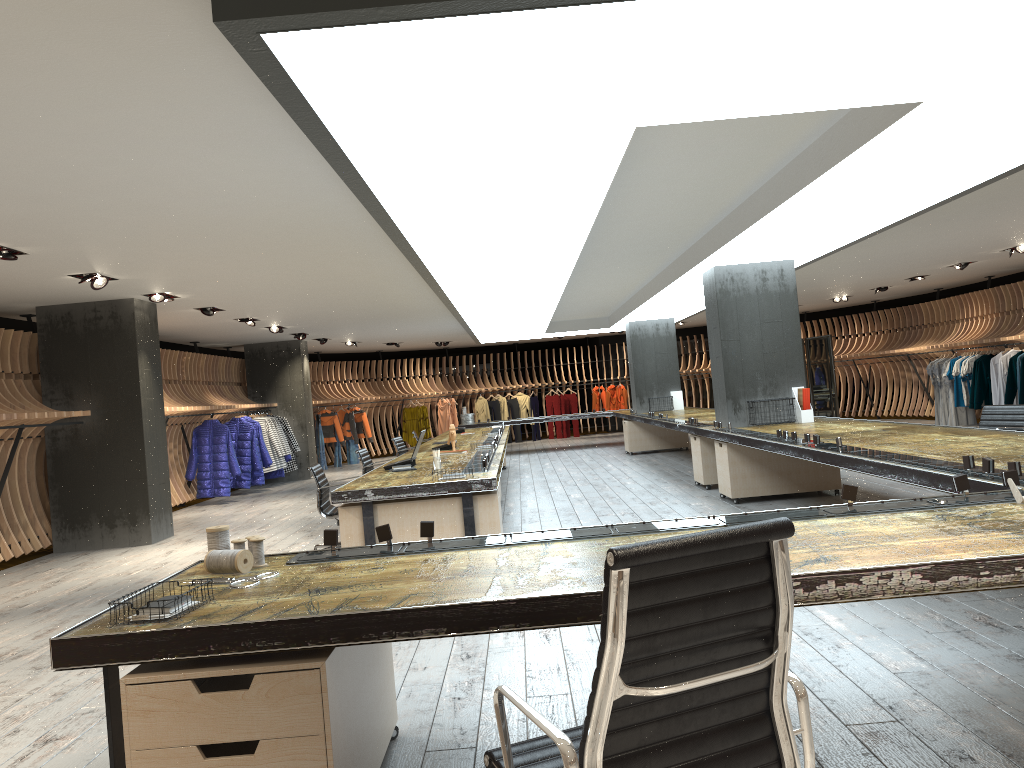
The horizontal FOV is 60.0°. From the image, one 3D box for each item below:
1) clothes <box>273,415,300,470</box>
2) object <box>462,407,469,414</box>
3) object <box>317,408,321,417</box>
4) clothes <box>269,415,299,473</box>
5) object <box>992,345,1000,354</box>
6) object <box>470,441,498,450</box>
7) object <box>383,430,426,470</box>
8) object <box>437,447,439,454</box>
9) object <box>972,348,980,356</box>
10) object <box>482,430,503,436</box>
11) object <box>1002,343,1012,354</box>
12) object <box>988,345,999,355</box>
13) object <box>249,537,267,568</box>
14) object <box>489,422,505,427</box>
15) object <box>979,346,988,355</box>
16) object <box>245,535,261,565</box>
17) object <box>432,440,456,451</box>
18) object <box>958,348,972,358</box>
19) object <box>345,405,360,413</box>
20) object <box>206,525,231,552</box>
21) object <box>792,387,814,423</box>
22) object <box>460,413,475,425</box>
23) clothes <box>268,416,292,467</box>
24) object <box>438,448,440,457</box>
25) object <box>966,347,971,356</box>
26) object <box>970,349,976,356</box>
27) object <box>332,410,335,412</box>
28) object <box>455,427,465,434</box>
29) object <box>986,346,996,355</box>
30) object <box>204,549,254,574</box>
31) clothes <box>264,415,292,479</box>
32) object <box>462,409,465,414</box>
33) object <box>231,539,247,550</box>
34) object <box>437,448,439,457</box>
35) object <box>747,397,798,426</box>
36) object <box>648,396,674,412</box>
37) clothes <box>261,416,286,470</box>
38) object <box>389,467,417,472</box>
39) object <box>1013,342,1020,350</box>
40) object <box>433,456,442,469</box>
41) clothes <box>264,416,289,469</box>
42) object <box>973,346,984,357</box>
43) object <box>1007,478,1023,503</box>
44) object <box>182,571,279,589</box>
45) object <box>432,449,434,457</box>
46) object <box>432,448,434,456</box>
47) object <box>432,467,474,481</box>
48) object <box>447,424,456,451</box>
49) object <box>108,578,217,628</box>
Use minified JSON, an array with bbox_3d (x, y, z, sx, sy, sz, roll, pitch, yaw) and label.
[{"bbox_3d":[-4.555,1.192,17.403,0.799,1.186,0.191,-5,-2,1],"label":"clothes"},{"bbox_3d":[-0.961,0.599,19.564,0.262,0.204,0.088,-5,-2,-1],"label":"object"},{"bbox_3d":[-4.385,0.620,20.104,0.023,0.243,0.549,-4,-1,-18],"label":"object"},{"bbox_3d":[-4.547,1.189,17.215,0.807,1.188,0.191,-5,-2,1],"label":"clothes"},{"bbox_3d":[8.388,-0.543,15.351,0.525,0.270,0.012,-5,-2,5],"label":"object"},{"bbox_3d":[-0.309,0.685,9.803,0.302,0.074,0.216,-5,-1,-5],"label":"object"},{"bbox_3d":[-0.962,0.592,7.982,0.365,0.316,0.372,-5,-1,0],"label":"object"},{"bbox_3d":[-0.619,0.619,7.462,0.007,0.170,0.030,-5,-2,4],"label":"object"},{"bbox_3d":[8.403,-0.530,16.031,0.524,0.285,0.013,-5,-2,-5],"label":"object"},{"bbox_3d":[-0.286,0.721,13.021,0.302,0.071,0.209,-5,-1,-5],"label":"object"},{"bbox_3d":[8.388,-0.555,14.977,0.525,0.270,0.012,-5,-2,5],"label":"object"},{"bbox_3d":[8.403,-0.542,15.478,0.525,0.270,0.012,-5,-2,0],"label":"object"},{"bbox_3d":[-0.979,0.649,3.423,0.062,0.109,0.062,-4,-2,-27],"label":"object"},{"bbox_3d":[-0.271,0.762,16.398,0.302,0.074,0.216,-5,-1,-5],"label":"object"},{"bbox_3d":[8.372,-0.531,15.745,0.524,0.284,0.014,-5,-2,10],"label":"object"},{"bbox_3d":[-1.013,0.653,3.485,0.062,0.109,0.062,-4,-2,-27],"label":"object"},{"bbox_3d":[-0.780,0.718,10.311,0.262,0.088,0.372,-5,-1,0],"label":"object"},{"bbox_3d":[8.364,-0.524,16.330,0.523,0.289,0.015,-5,-2,10],"label":"object"},{"bbox_3d":[-3.897,0.590,21.199,0.549,0.243,0.023,-5,-2,-23],"label":"object"},{"bbox_3d":[-1.135,0.658,3.527,0.088,0.204,0.262,-5,-1,-1],"label":"object"},{"bbox_3d":[3.157,0.223,9.624,0.129,0.383,0.239,-5,-1,0],"label":"object"},{"bbox_3d":[-0.983,0.782,19.613,0.303,0.239,0.497,-5,-1,1],"label":"object"},{"bbox_3d":[-4.570,1.131,16.853,0.752,1.062,0.128,-5,-2,-1],"label":"clothes"},{"bbox_3d":[-0.614,0.618,7.435,0.030,0.170,0.007,-5,-2,-6],"label":"object"},{"bbox_3d":[8.390,-0.534,16.223,0.525,0.270,0.012,-5,-2,5],"label":"object"},{"bbox_3d":[8.414,-0.532,16.136,0.523,0.291,0.013,-5,-2,-5],"label":"object"},{"bbox_3d":[-4.161,0.607,20.668,0.023,0.243,0.549,-5,-1,-3],"label":"object"},{"bbox_3d":[-0.919,0.774,14.878,0.261,0.111,0.372,-5,-1,0],"label":"object"},{"bbox_3d":[8.391,-0.540,15.560,0.525,0.270,0.012,-5,-2,0],"label":"object"},{"bbox_3d":[-1.036,0.665,3.408,0.174,0.089,0.289,-5,-1,16],"label":"object"},{"bbox_3d":[-4.691,1.214,17.057,0.885,1.239,0.245,-5,-2,-3],"label":"clothes"},{"bbox_3d":[-1.064,0.614,19.478,0.062,0.109,0.062,-4,-2,-34],"label":"object"},{"bbox_3d":[-1.050,0.656,3.423,0.062,0.109,0.062,-4,-2,-27],"label":"object"},{"bbox_3d":[-0.621,0.619,7.428,0.030,0.170,0.007,-6,-2,21],"label":"object"},{"bbox_3d":[2.807,0.305,9.567,0.459,0.290,0.329,-5,-1,-2],"label":"object"},{"bbox_3d":[2.854,0.390,16.967,0.459,0.290,0.329,-5,-1,3],"label":"object"},{"bbox_3d":[-4.573,1.126,16.412,0.752,1.062,0.128,-5,-2,-1],"label":"clothes"},{"bbox_3d":[-0.938,0.735,7.619,0.213,0.019,0.219,-5,-1,-15],"label":"object"},{"bbox_3d":[8.387,-0.558,14.743,0.525,0.270,0.012,-5,-2,0],"label":"object"},{"bbox_3d":[-0.627,0.665,7.445,0.061,0.111,0.061,-6,-2,34],"label":"object"},{"bbox_3d":[-4.571,1.129,16.674,0.752,1.062,0.128,-5,-2,-1],"label":"clothes"},{"bbox_3d":[8.387,-0.541,15.918,0.525,0.270,0.012,-5,-2,-15],"label":"object"},{"bbox_3d":[2.105,0.223,3.317,0.431,0.429,0.195,-5,-2,-4],"label":"object"},{"bbox_3d":[-0.989,0.695,3.176,0.342,0.015,0.233,-5,-1,32],"label":"object"},{"bbox_3d":[-0.653,0.622,7.440,0.007,0.170,0.030,-6,-2,38],"label":"object"},{"bbox_3d":[-0.651,0.621,7.435,0.007,0.170,0.030,-6,-2,23],"label":"object"},{"bbox_3d":[-0.429,0.655,6.431,0.302,0.074,0.216,-5,-1,-5],"label":"object"},{"bbox_3d":[-0.646,0.594,9.776,0.097,0.301,0.320,-5,-1,-16],"label":"object"},{"bbox_3d":[-1.061,0.665,2.708,0.217,0.074,0.302,-5,-1,5],"label":"object"}]
